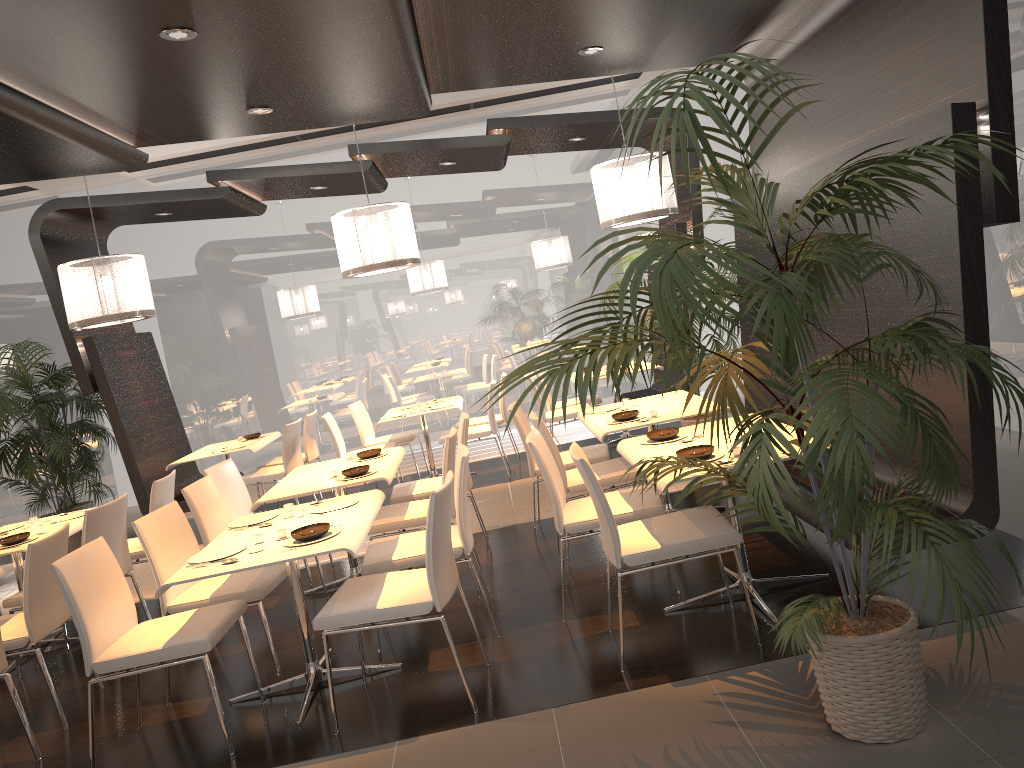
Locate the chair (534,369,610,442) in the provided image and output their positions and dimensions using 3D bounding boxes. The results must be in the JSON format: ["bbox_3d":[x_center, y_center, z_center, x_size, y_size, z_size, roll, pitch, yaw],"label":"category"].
[{"bbox_3d":[0.586,0.207,8.905,0.605,0.869,0.485,-11,2,0],"label":"chair"}]

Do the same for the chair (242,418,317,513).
[{"bbox_3d":[-2.184,0.817,8.125,0.604,0.869,0.485,-11,2,5],"label":"chair"}]

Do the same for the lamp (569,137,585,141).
[{"bbox_3d":[0.628,-2.390,8.575,0.161,0.056,0.161,-12,5,-7],"label":"lamp"}]

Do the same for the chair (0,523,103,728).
[{"bbox_3d":[-2.439,1.209,4.304,0.606,0.873,0.484,-11,2,-5],"label":"chair"}]

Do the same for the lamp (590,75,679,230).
[{"bbox_3d":[0.843,-2.246,7.083,0.623,1.928,0.631,-10,1,30],"label":"lamp"}]

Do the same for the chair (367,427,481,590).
[{"bbox_3d":[-0.540,0.757,5.188,0.605,0.869,0.485,-11,2,0],"label":"chair"}]

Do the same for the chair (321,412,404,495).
[{"bbox_3d":[-1.368,0.656,8.164,0.606,0.873,0.484,-11,2,-5],"label":"chair"}]

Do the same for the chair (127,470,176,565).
[{"bbox_3d":[-2.464,1.078,5.797,0.606,0.869,0.484,-11,2,-5],"label":"chair"}]

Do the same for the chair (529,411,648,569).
[{"bbox_3d":[0.481,0.554,5.254,0.606,0.873,0.484,-11,2,-5],"label":"chair"}]

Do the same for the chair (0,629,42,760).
[{"bbox_3d":[-2.405,1.261,3.613,0.604,0.869,0.485,-11,2,5],"label":"chair"}]

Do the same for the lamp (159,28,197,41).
[{"bbox_3d":[-1.510,-1.594,3.993,0.161,0.050,0.162,-11,5,4],"label":"lamp"}]

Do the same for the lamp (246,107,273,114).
[{"bbox_3d":[-1.574,-1.716,5.502,0.161,0.050,0.162,-11,5,4],"label":"lamp"}]

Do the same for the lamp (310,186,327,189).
[{"bbox_3d":[-1.854,-1.896,8.470,0.161,0.056,0.161,-12,5,-7],"label":"lamp"}]

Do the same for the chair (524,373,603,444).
[{"bbox_3d":[0.491,0.285,8.266,0.605,0.873,0.485,-11,2,0],"label":"chair"}]

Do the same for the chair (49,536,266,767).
[{"bbox_3d":[-1.482,1.073,3.723,0.605,0.873,0.485,-11,2,0],"label":"chair"}]

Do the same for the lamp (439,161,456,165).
[{"bbox_3d":[-0.623,-2.141,8.522,0.161,0.056,0.161,-12,5,-7],"label":"lamp"}]

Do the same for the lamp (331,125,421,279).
[{"bbox_3d":[-1.213,-1.837,6.997,0.623,1.928,0.631,-11,1,26],"label":"lamp"}]

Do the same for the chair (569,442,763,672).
[{"bbox_3d":[0.625,0.655,3.776,0.605,0.869,0.485,-11,2,0],"label":"chair"}]

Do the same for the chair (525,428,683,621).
[{"bbox_3d":[0.448,0.632,4.422,0.604,0.869,0.485,-11,2,5],"label":"chair"}]

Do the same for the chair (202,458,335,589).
[{"bbox_3d":[-1.611,0.908,5.844,0.604,0.869,0.485,-11,2,5],"label":"chair"}]

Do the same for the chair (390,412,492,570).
[{"bbox_3d":[-0.500,0.687,5.883,0.606,0.869,0.484,-11,2,-5],"label":"chair"}]

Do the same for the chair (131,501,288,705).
[{"bbox_3d":[-1.417,1.005,4.346,0.604,0.873,0.485,-11,2,5],"label":"chair"}]

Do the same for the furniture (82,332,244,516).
[{"bbox_3d":[-3.244,0.287,8.408,0.757,1.673,1.404,-11,2,-2],"label":"furniture"}]

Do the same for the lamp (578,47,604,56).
[{"bbox_3d":[0.497,-2.119,5.589,0.161,0.050,0.162,-11,5,4],"label":"lamp"}]

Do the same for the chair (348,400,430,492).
[{"bbox_3d":[-1.239,0.568,8.853,0.604,0.869,0.485,-11,2,5],"label":"chair"}]

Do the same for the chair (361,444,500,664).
[{"bbox_3d":[-0.428,0.809,4.389,0.606,0.873,0.484,-11,2,-5],"label":"chair"}]

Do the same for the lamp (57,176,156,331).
[{"bbox_3d":[-3.302,-1.422,6.909,0.623,1.928,0.631,-11,1,26],"label":"lamp"}]

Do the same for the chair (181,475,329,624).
[{"bbox_3d":[-1.499,0.949,5.164,0.605,0.873,0.485,-11,2,0],"label":"chair"}]

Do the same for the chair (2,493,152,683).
[{"bbox_3d":[-2.504,1.150,5.103,0.604,0.873,0.485,-11,2,5],"label":"chair"}]

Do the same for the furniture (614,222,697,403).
[{"bbox_3d":[1.319,-0.620,8.599,0.757,1.673,1.404,-11,2,-2],"label":"furniture"}]

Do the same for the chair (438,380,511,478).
[{"bbox_3d":[-0.366,0.453,8.221,0.605,0.869,0.485,-11,2,0],"label":"chair"}]

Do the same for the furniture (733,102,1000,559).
[{"bbox_3d":[1.522,-0.328,4.865,0.757,1.671,2.909,-11,4,-2],"label":"furniture"}]

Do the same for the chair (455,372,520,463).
[{"bbox_3d":[-0.269,0.380,8.860,0.605,0.873,0.485,-11,2,0],"label":"chair"}]

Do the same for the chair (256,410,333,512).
[{"bbox_3d":[-2.168,0.759,8.762,0.605,0.873,0.485,-11,2,0],"label":"chair"}]

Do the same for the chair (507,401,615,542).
[{"bbox_3d":[0.351,0.521,5.911,0.604,0.873,0.485,-11,2,5],"label":"chair"}]

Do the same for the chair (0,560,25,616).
[{"bbox_3d":[-3.468,1.279,5.747,0.604,0.869,0.485,-11,2,5],"label":"chair"}]

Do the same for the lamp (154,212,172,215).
[{"bbox_3d":[-3.319,-1.632,8.409,0.160,0.054,0.161,-11,5,4],"label":"lamp"}]

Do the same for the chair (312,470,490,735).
[{"bbox_3d":[-0.468,0.878,3.694,0.604,0.873,0.485,-11,2,5],"label":"chair"}]
